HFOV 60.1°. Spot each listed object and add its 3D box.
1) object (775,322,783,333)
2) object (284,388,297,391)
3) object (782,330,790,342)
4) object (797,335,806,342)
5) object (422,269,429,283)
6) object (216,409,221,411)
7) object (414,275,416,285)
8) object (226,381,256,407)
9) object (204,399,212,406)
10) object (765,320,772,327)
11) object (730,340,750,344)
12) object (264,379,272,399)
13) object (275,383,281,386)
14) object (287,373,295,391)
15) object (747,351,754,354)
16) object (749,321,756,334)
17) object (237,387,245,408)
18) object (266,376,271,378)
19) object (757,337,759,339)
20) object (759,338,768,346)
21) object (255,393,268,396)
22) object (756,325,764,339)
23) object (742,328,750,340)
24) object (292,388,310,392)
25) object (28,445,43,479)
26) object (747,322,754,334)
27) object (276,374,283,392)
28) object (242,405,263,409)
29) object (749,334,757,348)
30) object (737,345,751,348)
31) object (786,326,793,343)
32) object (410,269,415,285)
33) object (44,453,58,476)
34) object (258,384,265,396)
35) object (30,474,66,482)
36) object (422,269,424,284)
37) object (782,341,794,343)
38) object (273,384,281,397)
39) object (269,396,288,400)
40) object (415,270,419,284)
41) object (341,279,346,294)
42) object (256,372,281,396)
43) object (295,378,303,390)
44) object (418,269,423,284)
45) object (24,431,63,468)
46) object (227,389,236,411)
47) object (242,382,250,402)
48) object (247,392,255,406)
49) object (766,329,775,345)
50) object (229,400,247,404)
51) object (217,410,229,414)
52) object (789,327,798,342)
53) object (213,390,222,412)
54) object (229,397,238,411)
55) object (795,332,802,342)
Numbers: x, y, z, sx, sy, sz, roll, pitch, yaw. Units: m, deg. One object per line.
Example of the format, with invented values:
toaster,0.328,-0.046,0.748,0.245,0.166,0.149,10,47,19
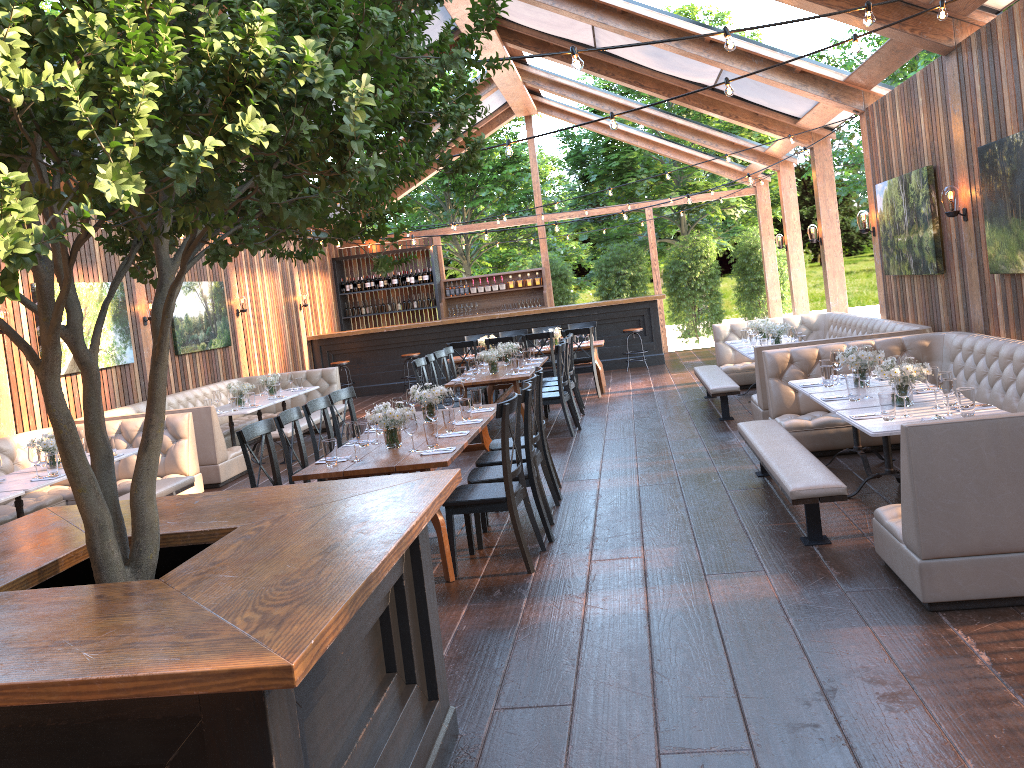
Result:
object,3.168,-0.604,10.483,0.093,0.244,0.092,-9,3,-40
object,-3.076,0.070,12.316,0.157,0.019,0.256,-6,6,8
object,3.268,-0.578,10.537,0.092,0.158,0.092,-7,3,-6
object,3.080,-0.435,9.386,0.092,0.158,0.092,-7,3,-6
object,-1.831,-2.292,18.762,0.136,0.315,0.137,-6,3,14
object,-3.581,0.315,10.545,0.255,0.019,0.158,-6,6,8
object,-2.047,-2.273,18.884,0.075,0.302,0.075,-7,2,-9
object,-3.302,0.113,10.757,0.328,0.308,0.338,-4,5,30
object,-3.561,0.260,10.379,0.092,0.158,0.092,-7,3,-6
object,3.265,-0.698,11.272,0.093,0.244,0.092,-9,3,-40
object,2.898,-0.538,11.254,0.255,0.019,0.158,-6,6,8
object,-3.117,0.066,11.311,0.093,0.244,0.092,-9,3,-40
object,-3.247,0.023,12.286,0.092,0.158,0.092,-7,3,-6
object,-3.021,-0.028,12.101,0.093,0.244,0.092,-9,3,-40
object,2.705,-0.355,9.717,0.255,0.019,0.158,-6,6,8
object,3.086,-0.686,11.360,0.093,0.244,0.092,-9,3,-40
object,-3.221,0.158,10.546,0.093,0.244,0.092,-9,3,-34
object,-3.278,0.017,11.967,0.093,0.244,0.092,-9,3,-40
object,3.209,-0.600,11.488,0.157,0.019,0.256,-6,6,8
object,2.725,-0.410,9.550,0.092,0.158,0.092,-7,3,-6
object,-3.388,0.131,12.082,0.255,0.019,0.158,-6,6,8
object,2.914,-0.564,10.395,0.093,0.244,0.092,-9,3,-40
object,3.038,-0.647,11.457,0.092,0.158,0.092,-7,3,-6
object,-2.884,0.080,11.994,0.255,0.019,0.158,-6,6,8
object,-3.677,0.602,6.826,0.093,0.244,0.092,-9,3,-34
object,3.008,-0.653,11.139,0.093,0.244,0.092,-9,3,-40
object,-3.199,-0.016,12.189,0.093,0.244,0.092,-9,3,-40
object,-3.085,0.267,10.439,0.255,0.019,0.158,-6,6,8
object,2.825,-0.505,10.344,0.092,0.158,0.092,-7,3,-6
object,2.805,-0.450,10.510,0.255,0.019,0.158,-6,6,8
object,3.064,-0.511,9.717,0.093,0.244,0.092,-9,3,-34
object,-2.125,-2.268,18.775,0.087,0.333,0.087,-7,2,-12
object,-3.577,0.627,6.881,0.092,0.158,0.092,-7,3,-6
object,-3.367,0.076,11.916,0.092,0.158,0.092,-7,3,-6
object,-3.541,0.710,6.720,0.255,0.019,0.158,-6,6,8
object,-1.882,-2.298,18.894,0.077,0.308,0.077,-7,2,-14
object,3.305,-0.496,10.376,0.255,0.019,0.158,-6,6,8
object,-3.017,0.091,11.366,0.092,0.158,0.092,-7,3,-6
object,-2.981,0.174,11.204,0.255,0.019,0.158,-6,6,8
object,-2.027,-2.268,18.780,0.077,0.308,0.077,-7,2,-14
object,-3.638,-2.108,19.031,0.081,0.323,0.171,-7,3,-7
object,-3.204,0.003,11.704,0.330,0.308,0.336,-8,4,-18
object,-2.921,-0.003,12.156,0.092,0.158,0.092,-7,3,-6
object,-1.950,-2.274,18.738,0.078,0.311,0.078,-7,2,3
object,-3.757,0.537,7.223,0.335,0.308,0.331,-5,5,24
object,-3.264,0.188,10.308,0.093,0.244,0.092,-9,3,-34
object,-3.371,0.106,11.224,0.093,0.244,0.092,-9,3,-40
object,-3.122,0.184,10.601,0.092,0.158,0.092,-7,3,-6
object,2.814,-0.469,9.602,0.093,0.244,0.092,-9,3,-34
object,-3.481,0.220,11.339,0.255,0.019,0.158,-6,6,8
object,-3.360,0.326,10.189,0.157,0.019,0.256,-6,6,8
object,3.022,-0.481,9.480,0.093,0.244,0.092,-9,3,-34
object,-3.471,0.201,10.430,0.093,0.244,0.092,-9,3,-34
object,-3.206,0.234,10.214,0.092,0.158,0.092,-7,3,-6
object,3.164,-0.486,9.772,0.092,0.158,0.092,-7,3,-6
